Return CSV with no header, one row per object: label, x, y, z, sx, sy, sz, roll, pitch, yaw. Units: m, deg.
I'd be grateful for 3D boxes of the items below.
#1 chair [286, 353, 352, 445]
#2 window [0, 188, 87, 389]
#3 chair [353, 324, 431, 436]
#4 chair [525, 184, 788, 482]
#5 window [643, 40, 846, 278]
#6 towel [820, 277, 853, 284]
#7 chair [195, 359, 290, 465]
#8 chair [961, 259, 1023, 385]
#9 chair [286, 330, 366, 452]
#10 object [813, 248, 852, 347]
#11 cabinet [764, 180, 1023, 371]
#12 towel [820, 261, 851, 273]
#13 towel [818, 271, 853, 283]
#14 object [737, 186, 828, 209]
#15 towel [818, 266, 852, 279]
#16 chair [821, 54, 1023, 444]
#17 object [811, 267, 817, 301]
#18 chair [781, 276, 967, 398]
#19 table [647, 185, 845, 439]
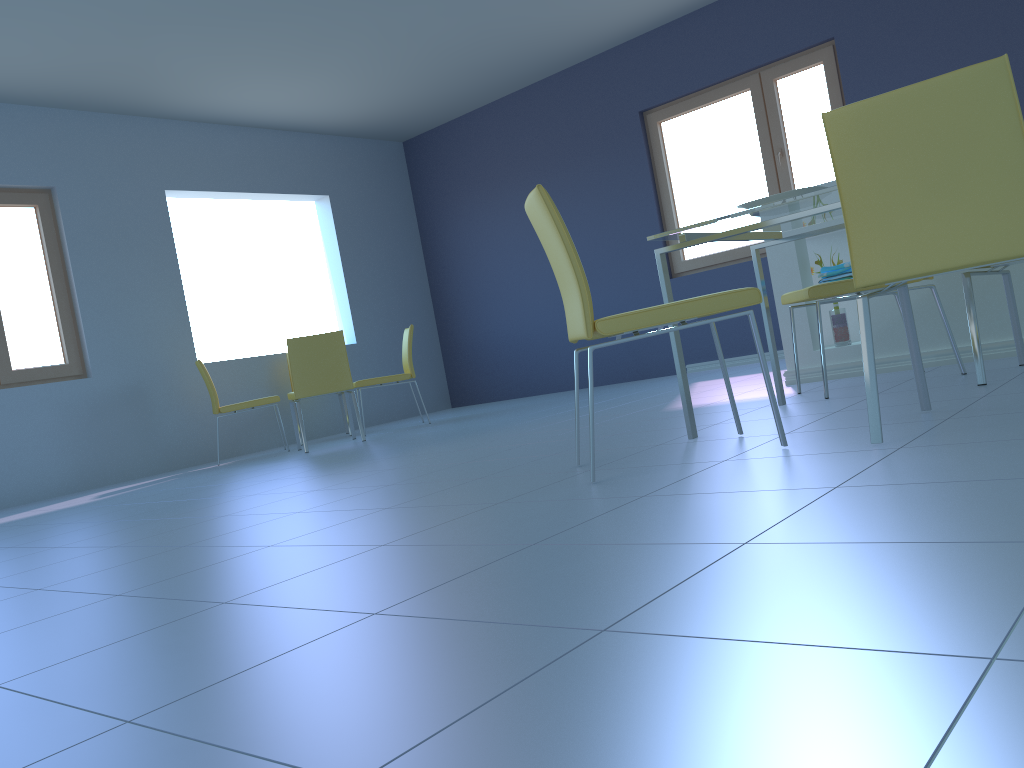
chair,-1.463,0.069,6.660,0.387,0.695,0.484,-11,1,-13
window,-3.381,-0.556,5.273,0.142,1.263,1.475,-9,2,41
chair,-0.877,-0.028,6.267,0.484,0.699,0.387,-11,1,-13
chair,0.331,-0.159,2.219,0.484,0.695,0.387,-10,1,-1
window,1.643,-1.498,6.162,1.475,1.263,0.142,-9,2,41
towel,1.211,-0.371,3.112,0.195,0.024,0.201,-11,1,-30
chair,-1.823,0.151,5.988,0.484,0.695,0.387,-11,1,-18
chair,1.574,-0.396,2.586,0.387,0.695,0.484,-9,2,43
chair,-1.206,0.046,5.609,0.387,0.695,0.484,-11,1,-18
object,1.340,-0.366,3.693,0.067,0.423,0.229,-11,1,-18
cabinet,2.501,-0.647,4.055,2.139,0.800,2.200,-9,2,41
towel,1.206,-0.416,3.106,0.195,0.033,0.190,-11,1,-23
towel,1.207,-0.384,3.106,0.195,0.024,0.201,-11,1,-24
object,0.730,-0.488,2.376,0.228,0.020,0.228,-9,2,38
towel,1.206,-0.400,3.108,0.195,0.027,0.192,-11,1,-28
chair,0.966,-0.268,1.904,0.387,0.695,0.484,-9,2,38
object,1.364,-0.348,3.998,0.050,0.365,0.085,-9,2,39
chair,1.233,-0.345,3.116,0.484,0.695,0.387,-10,1,4
table,1.103,-0.247,2.410,1.173,0.590,0.730,-9,2,41
